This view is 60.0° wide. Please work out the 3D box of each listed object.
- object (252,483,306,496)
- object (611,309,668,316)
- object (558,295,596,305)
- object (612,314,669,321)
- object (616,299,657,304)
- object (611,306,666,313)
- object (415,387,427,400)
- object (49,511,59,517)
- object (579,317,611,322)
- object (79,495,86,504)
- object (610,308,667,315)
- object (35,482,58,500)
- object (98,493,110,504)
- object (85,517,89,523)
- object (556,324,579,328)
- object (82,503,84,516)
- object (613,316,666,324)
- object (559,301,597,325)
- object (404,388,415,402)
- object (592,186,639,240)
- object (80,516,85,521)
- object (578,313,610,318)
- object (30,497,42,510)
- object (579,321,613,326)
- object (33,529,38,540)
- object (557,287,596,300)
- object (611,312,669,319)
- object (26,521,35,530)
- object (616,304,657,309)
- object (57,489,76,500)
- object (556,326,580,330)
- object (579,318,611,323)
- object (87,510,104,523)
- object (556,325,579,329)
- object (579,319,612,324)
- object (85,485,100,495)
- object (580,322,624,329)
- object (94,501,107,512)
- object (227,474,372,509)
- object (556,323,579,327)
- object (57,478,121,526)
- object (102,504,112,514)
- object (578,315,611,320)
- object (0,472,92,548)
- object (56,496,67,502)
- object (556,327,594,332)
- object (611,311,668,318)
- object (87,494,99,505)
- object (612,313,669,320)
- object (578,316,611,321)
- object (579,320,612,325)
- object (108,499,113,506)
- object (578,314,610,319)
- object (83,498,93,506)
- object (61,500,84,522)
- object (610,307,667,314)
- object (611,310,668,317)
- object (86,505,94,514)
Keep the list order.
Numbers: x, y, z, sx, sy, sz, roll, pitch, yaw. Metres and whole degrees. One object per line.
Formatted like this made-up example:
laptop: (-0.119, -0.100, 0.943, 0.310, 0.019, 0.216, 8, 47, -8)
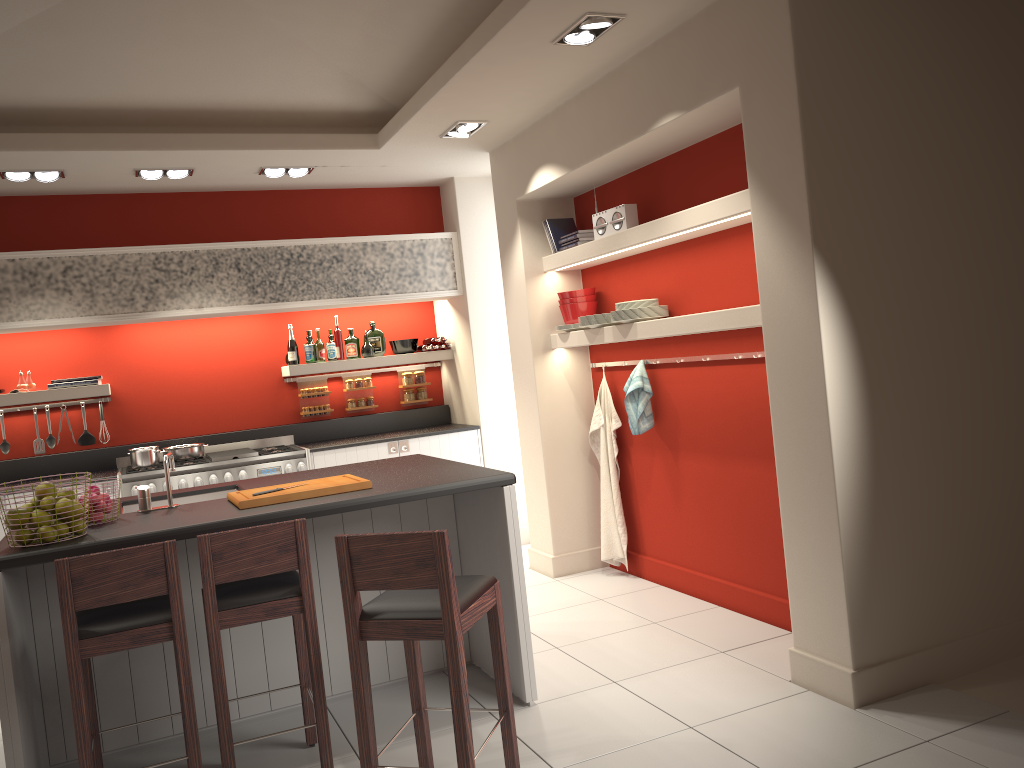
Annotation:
object: (-1.012, 0.459, 3.888, 0.035, 0.010, 0.302, -5, 2, 37)
object: (0.750, -0.413, 5.219, 0.339, 0.020, 0.339, -7, 2, -20)
object: (0.444, -0.509, 5.946, 0.260, 0.159, 0.260, -8, 2, -42)
object: (0.754, -0.381, 5.219, 0.339, 0.020, 0.339, -7, 2, -20)
object: (0.736, -0.480, 5.233, 0.255, 0.015, 0.255, -8, 3, -42)
object: (0.748, -0.432, 5.218, 0.339, 0.020, 0.339, -7, 2, -20)
object: (-0.784, 0.083, 7.665, 0.093, 0.120, 0.094, -6, 2, -3)
object: (-1.777, 0.493, 3.471, 0.067, 0.064, 0.066, -7, 2, -19)
object: (0.587, -0.400, 5.566, 0.339, 0.020, 0.339, -7, 2, -24)
object: (-1.796, 0.487, 3.729, 0.045, 0.044, 0.041, -5, 2, 36)
object: (0.749, -0.419, 5.218, 0.339, 0.020, 0.339, -7, 2, -20)
object: (-1.782, 0.413, 3.391, 0.078, 0.080, 0.078, -7, 2, -23)
object: (-1.718, 0.485, 3.727, 0.051, 0.055, 0.056, -6, 2, -9)
object: (-1.790, 0.561, 3.713, 0.049, 0.049, 0.050, -5, 2, 33)
object: (0.460, -0.386, 5.952, 0.339, 0.020, 0.339, -7, 2, -20)
object: (-1.788, 0.519, 3.672, 0.059, 0.059, 0.060, -6, 2, -11)
object: (0.754, -0.374, 5.220, 0.339, 0.020, 0.339, -7, 2, -20)
object: (0.451, -0.465, 5.950, 0.260, 0.146, 0.260, -7, 2, -20)
object: (-0.882, 0.095, 7.623, 0.093, 0.120, 0.094, -6, 2, -3)
object: (0.607, -1.069, 5.337, 0.097, 0.369, 0.342, -7, 2, -28)
object: (-1.790, 0.562, 3.667, 0.049, 0.049, 0.050, -5, 2, 33)
object: (0.584, -0.426, 5.565, 0.339, 0.020, 0.339, -7, 2, -24)
object: (-1.820, 0.468, 3.422, 0.071, 0.076, 0.078, -5, 2, 36)
object: (0.589, -0.375, 5.567, 0.339, 0.020, 0.339, -7, 2, -24)
object: (-1.791, 0.567, 3.371, 0.055, 0.054, 0.053, -7, 2, -20)
object: (0.438, -0.558, 5.940, 0.260, 0.161, 0.260, -5, 2, 34)
object: (0.752, -0.393, 5.219, 0.339, 0.020, 0.339, -7, 2, -20)
object: (-1.832, 0.528, 3.404, 0.064, 0.060, 0.064, -7, 2, -29)
object: (0.739, -0.451, 5.234, 0.255, 0.015, 0.255, -8, 3, -42)
object: (-1.745, 0.441, 3.472, 0.067, 0.064, 0.067, -7, 2, -23)
object: (0.461, -0.374, 5.952, 0.339, 0.020, 0.339, -7, 2, -20)
object: (0.587, -0.394, 5.566, 0.339, 0.020, 0.339, -7, 2, -24)
object: (-1.736, 0.550, 3.696, 0.062, 0.057, 0.061, -7, 2, -23)
object: (0.460, -0.380, 5.952, 0.339, 0.020, 0.339, -7, 2, -20)
object: (0.588, -0.387, 5.567, 0.339, 0.020, 0.339, -7, 2, -24)
object: (-1.759, 0.453, 3.719, 0.056, 0.058, 0.056, -5, 2, 22)
object: (0.590, -0.368, 5.567, 0.339, 0.020, 0.339, -7, 2, -24)
object: (-1.711, 0.509, 3.682, 0.048, 0.046, 0.048, -5, 2, 26)
object: (-0.948, 0.472, 3.940, 0.570, 0.033, 0.372, -7, 2, -25)
object: (0.459, -0.393, 5.951, 0.339, 0.020, 0.339, -7, 2, -20)
object: (-1.769, 0.499, 3.733, 0.248, 0.168, 0.248, -7, 2, -35)
object: (-1.714, 0.527, 3.748, 0.046, 0.043, 0.046, -6, 2, 16)
object: (0.585, -0.413, 5.566, 0.339, 0.020, 0.339, -7, 2, -24)
object: (-1.773, 0.476, 3.366, 0.341, 0.232, 0.341, -6, 2, 10)
object: (-1.741, 0.460, 3.417, 0.057, 0.054, 0.056, -5, 2, 38)
object: (0.462, -0.367, 5.952, 0.339, 0.020, 0.339, -7, 2, -20)
object: (0.751, -0.400, 5.219, 0.339, 0.020, 0.339, -7, 2, -20)
object: (-1.732, 0.477, 3.661, 0.048, 0.046, 0.048, -5, 2, 22)
object: (0.753, -0.387, 5.219, 0.339, 0.020, 0.339, -7, 2, -20)
object: (0.586, -0.407, 5.566, 0.339, 0.020, 0.339, -7, 2, -24)
object: (0.589, -0.381, 5.567, 0.339, 0.020, 0.339, -7, 2, -24)
object: (-1.739, 0.514, 3.801, 0.055, 0.056, 0.055, -6, 2, -14)
object: (0.585, -0.420, 5.566, 0.339, 0.020, 0.339, -7, 2, -24)
object: (-1.760, 0.491, 3.689, 0.041, 0.039, 0.041, -6, 2, -7)
object: (-1.691, 0.488, 3.406, 0.082, 0.082, 0.082, -5, 2, 34)
object: (0.749, -0.426, 5.218, 0.339, 0.020, 0.339, -7, 2, -20)
object: (0.751, -0.406, 5.219, 0.339, 0.020, 0.339, -7, 2, -20)
object: (-1.748, 0.517, 3.657, 0.040, 0.041, 0.041, -6, 2, 13)
